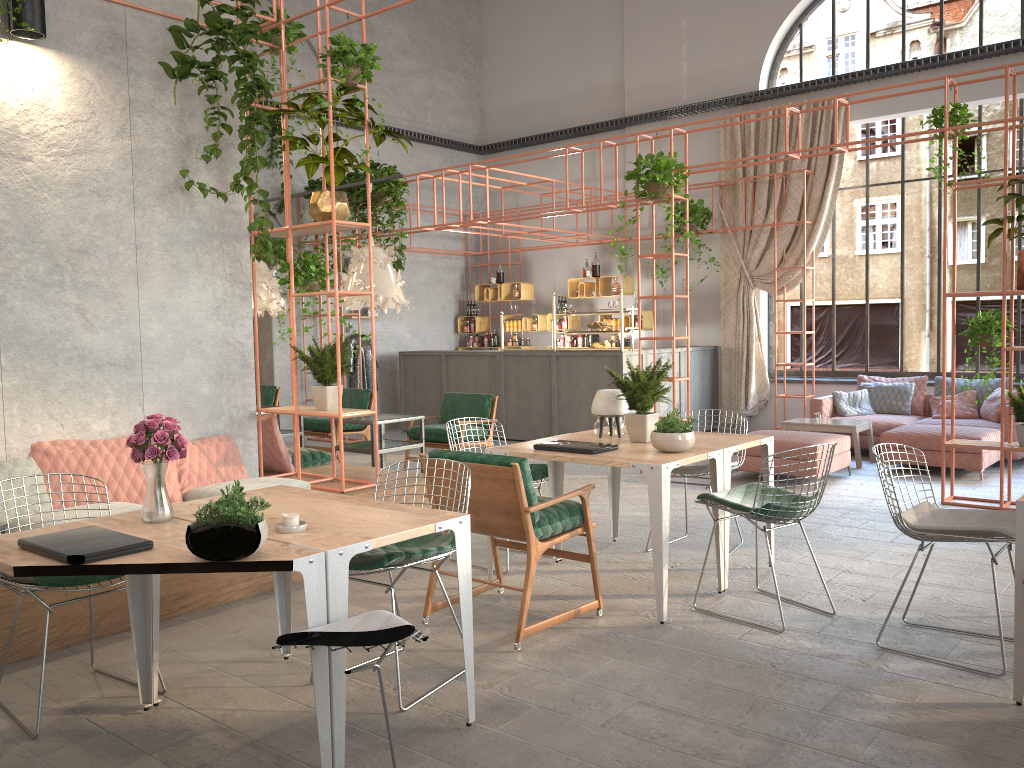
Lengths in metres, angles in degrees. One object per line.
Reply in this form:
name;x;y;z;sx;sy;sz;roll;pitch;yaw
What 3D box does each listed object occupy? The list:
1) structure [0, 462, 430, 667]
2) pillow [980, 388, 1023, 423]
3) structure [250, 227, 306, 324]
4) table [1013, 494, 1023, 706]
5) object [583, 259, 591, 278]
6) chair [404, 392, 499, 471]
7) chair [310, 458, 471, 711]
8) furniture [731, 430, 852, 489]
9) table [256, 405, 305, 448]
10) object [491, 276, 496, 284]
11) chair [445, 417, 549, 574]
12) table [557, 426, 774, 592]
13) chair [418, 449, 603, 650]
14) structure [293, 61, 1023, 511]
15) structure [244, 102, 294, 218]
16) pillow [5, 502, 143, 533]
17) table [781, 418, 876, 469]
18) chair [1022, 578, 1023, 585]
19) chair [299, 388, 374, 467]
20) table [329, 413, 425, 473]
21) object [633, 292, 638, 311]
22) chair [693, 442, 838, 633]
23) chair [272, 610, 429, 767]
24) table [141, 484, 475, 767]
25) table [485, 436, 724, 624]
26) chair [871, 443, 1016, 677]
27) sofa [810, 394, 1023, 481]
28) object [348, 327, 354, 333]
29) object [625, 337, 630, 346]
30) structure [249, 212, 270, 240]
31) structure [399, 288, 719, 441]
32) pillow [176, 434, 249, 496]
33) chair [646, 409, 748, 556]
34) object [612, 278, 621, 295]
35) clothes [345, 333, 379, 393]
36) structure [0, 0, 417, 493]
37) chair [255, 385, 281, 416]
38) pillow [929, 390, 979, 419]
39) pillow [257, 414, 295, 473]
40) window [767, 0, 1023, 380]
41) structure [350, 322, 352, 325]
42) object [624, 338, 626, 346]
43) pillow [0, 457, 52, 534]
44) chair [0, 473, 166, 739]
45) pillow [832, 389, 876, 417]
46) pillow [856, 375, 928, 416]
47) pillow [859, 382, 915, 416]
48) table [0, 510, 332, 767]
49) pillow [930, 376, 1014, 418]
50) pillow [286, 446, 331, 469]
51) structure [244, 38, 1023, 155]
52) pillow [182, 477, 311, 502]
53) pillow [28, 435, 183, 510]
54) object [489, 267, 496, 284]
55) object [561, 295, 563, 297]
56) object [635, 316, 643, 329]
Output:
structure;-4.178;0.980;6.651;5.831;0.500;4.386;2;5;40
pillow;5.332;0.232;9.745;0.308;0.349;0.495;-1;4;-1
structure;-3.478;-1.592;12.399;0.921;1.527;0.950;2;5;38
table;2.680;0.866;3.410;1.205;0.830;0.694;2;5;40
object;1.156;-1.777;13.669;0.134;0.301;0.134;1;4;28
chair;-0.585;0.567;8.614;0.722;0.929;0.685;2;5;40
chair;-0.529;0.845;3.940;0.565;0.941;0.717;1;4;36
furniture;2.761;0.716;8.899;0.976;0.446;0.941;2;5;40
table;-2.535;0.651;9.031;0.602;0.798;0.635;2;5;40
object;-0.309;-1.717;14.661;0.088;0.123;0.088;-1;4;6
chair;-0.077;0.712;5.926;0.717;0.941;0.565;2;5;41
table;0.969;0.747;5.711;1.214;0.830;0.694;2;5;40
chair;-0.015;0.792;4.679;0.722;0.917;0.685;2;5;40
structure;3.617;-0.941;9.514;14.689;4.247;4.157;2;5;40
structure;-3.739;-3.016;11.715;0.856;1.514;1.939;1;4;34
pillow;-2.322;0.755;4.822;0.491;0.149;0.637;2;5;41
table;3.485;0.641;9.831;0.916;0.455;0.520;2;5;40
chair;2.137;0.855;2.914;0.722;0.917;0.685;2;5;40
chair;-1.947;0.526;9.745;0.722;0.930;0.685;2;5;40
table;-1.185;0.691;7.910;0.602;0.798;0.635;2;5;40
object;1.825;-1.219;13.112;0.075;0.273;0.075;1;4;28
chair;1.356;0.754;4.746;0.565;0.941;0.717;-4;4;-34
chair;-0.447;0.927;2.581;0.565;0.941;0.717;-4;4;-34
table;-0.834;0.920;3.546;1.214;0.830;0.694;2;5;40
table;0.527;0.790;5.174;1.205;0.830;0.694;2;5;40
chair;2.075;0.775;4.161;0.717;0.941;0.565;2;5;41
sofa;4.401;0.513;9.847;2.219;0.672;1.960;2;5;40
object;-2.449;-0.839;13.446;0.049;0.121;0.093;2;5;42
object;1.739;-0.633;13.314;0.073;0.131;0.073;1;4;33
structure;-3.807;-2.182;11.831;0.063;0.505;1.312;2;5;40
structure;0.645;-0.306;13.323;4.057;2.022;2.579;2;5;40
pillow;-2.027;0.550;5.799;0.289;0.385;0.666;1;4;35
chair;1.275;0.671;6.106;0.565;0.941;0.717;1;4;36
object;1.557;-1.458;13.259;0.137;0.261;0.137;-2;4;-14
clothes;-2.288;-0.275;13.561;0.366;0.997;0.625;0;4;20
structure;-2.441;-1.072;4.706;14.096;4.345;4.501;2;5;38
chair;-3.280;0.486;10.852;0.722;0.930;0.685;2;5;40
pillow;5.020;0.237;10.077;0.479;0.317;0.441;0;4;21
pillow;-2.032;0.444;6.746;0.839;0.474;0.276;1;4;30
window;5.251;-2.836;11.369;4.127;5.538;0.089;2;5;40
structure;-2.442;-0.915;13.475;0.019;0.044;0.066;2;5;40
object;1.652;-0.624;13.200;0.073;0.131;0.073;1;4;33
pillow;-2.846;0.628;4.815;0.289;0.385;0.666;1;4;35
chair;-1.881;0.885;3.761;0.717;0.941;0.565;2;5;41
pillow;4.113;0.238;10.609;0.500;0.324;0.307;-2;4;-15
pillow;4.592;0.135;10.789;0.839;0.474;0.276;2;5;40
pillow;4.486;0.175;10.685;0.666;0.385;0.289;2;5;40
table;-1.276;0.963;3.009;1.205;0.830;0.694;2;5;40
pillow;5.281;0.158;10.202;0.836;0.476;0.273;2;5;40
pillow;-1.841;0.601;7.150;0.637;0.149;0.491;2;5;41
structure;0.414;-3.470;5.122;15.203;0.110;15.603;2;5;40
pillow;-1.672;0.693;5.602;0.491;0.149;0.637;2;5;41
pillow;-2.422;0.541;5.288;0.839;0.474;0.276;-3;4;-30
object;-0.320;-1.821;14.895;0.134;0.301;0.134;1;4;28
object;0.787;-1.254;13.893;0.066;0.291;0.066;-5;5;-44
object;1.865;-0.895;12.958;0.131;0.207;0.131;-2;4;-5
